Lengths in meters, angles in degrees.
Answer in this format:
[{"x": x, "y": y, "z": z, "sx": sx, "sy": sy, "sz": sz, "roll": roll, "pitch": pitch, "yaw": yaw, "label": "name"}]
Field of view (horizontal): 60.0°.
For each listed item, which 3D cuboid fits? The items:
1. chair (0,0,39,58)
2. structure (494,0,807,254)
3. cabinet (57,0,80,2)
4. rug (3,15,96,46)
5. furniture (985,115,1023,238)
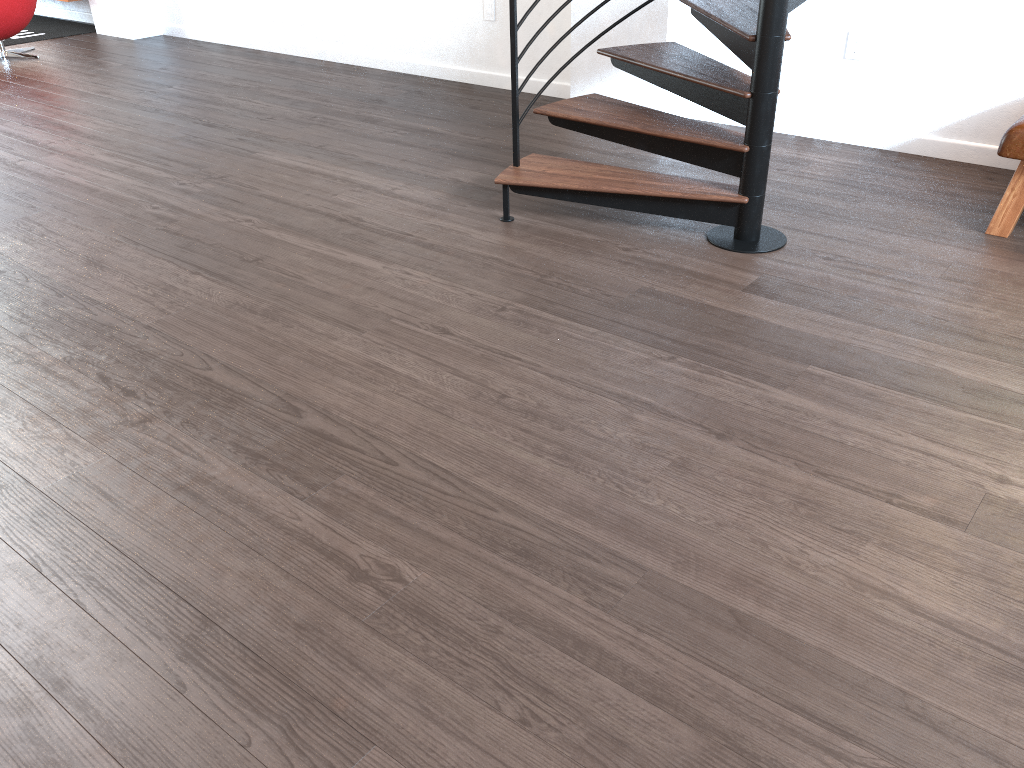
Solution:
[{"x": -4.092, "y": -3.058, "z": 6.848, "sx": 0.801, "sy": 1.006, "sz": 0.798, "roll": -15, "pitch": 33, "yaw": -21, "label": "chair"}, {"x": 0.853, "y": -2.427, "z": 2.306, "sx": 1.998, "sy": 4.352, "sz": 1.998, "roll": -1, "pitch": 31, "yaw": 0, "label": "structure"}, {"x": -5.482, "y": -4.260, "z": 9.020, "sx": 4.501, "sy": 0.350, "sz": 0.459, "roll": 21, "pitch": 38, "yaw": 33, "label": "cabinet"}, {"x": -6.192, "y": -2.892, "z": 7.641, "sx": 3.100, "sy": 0.007, "sz": 4.200, "roll": 22, "pitch": 38, "yaw": 34, "label": "rug"}, {"x": 2.769, "y": -0.687, "z": 3.105, "sx": 1.819, "sy": 0.453, "sz": 0.907, "roll": 21, "pitch": 38, "yaw": 33, "label": "furniture"}]
